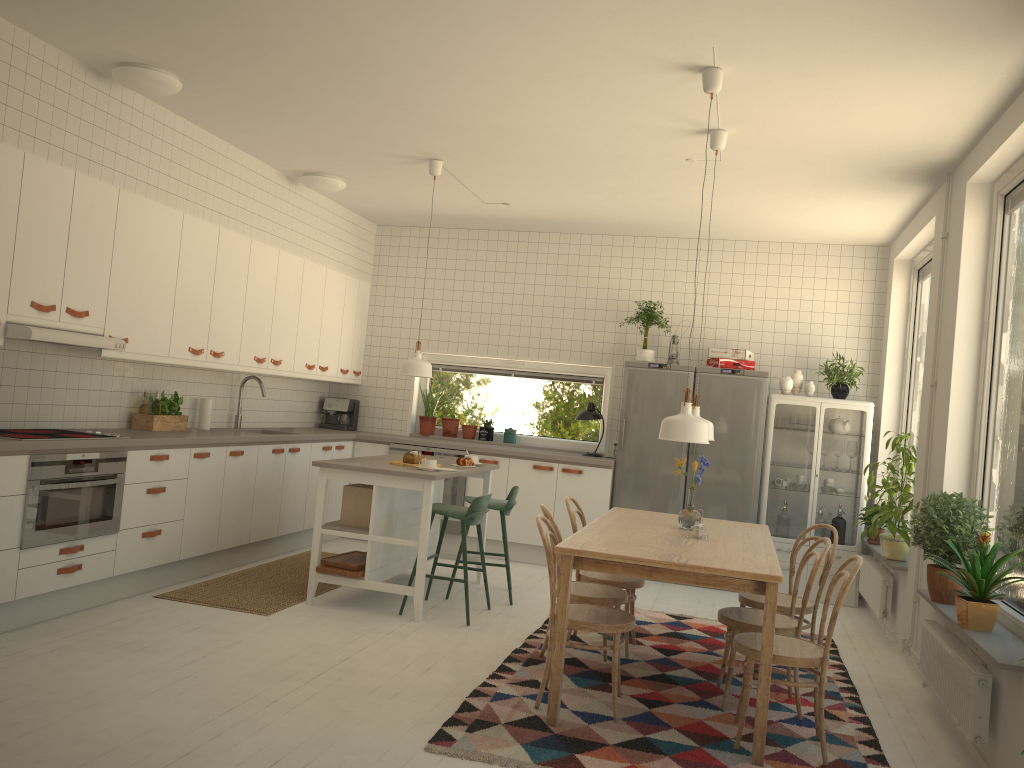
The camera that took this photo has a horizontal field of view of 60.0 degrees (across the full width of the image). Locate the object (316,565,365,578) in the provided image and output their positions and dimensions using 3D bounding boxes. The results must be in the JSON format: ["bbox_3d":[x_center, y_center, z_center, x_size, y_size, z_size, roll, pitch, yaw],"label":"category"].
[{"bbox_3d":[-0.987,1.132,5.483,0.281,0.030,0.430,5,-1,14],"label":"object"}]

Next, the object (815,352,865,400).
[{"bbox_3d":[2.627,-0.063,7.108,0.371,0.385,0.372,4,-2,33],"label":"object"}]

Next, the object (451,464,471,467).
[{"bbox_3d":[-0.331,0.557,6.060,0.122,0.005,0.120,4,-2,33],"label":"object"}]

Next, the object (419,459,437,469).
[{"bbox_3d":[-0.513,0.493,5.459,0.098,0.064,0.094,6,-2,-27],"label":"object"}]

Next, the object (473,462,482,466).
[{"bbox_3d":[-0.290,0.560,6.229,0.160,0.020,0.160,5,-1,11],"label":"object"}]

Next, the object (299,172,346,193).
[{"bbox_3d":[-1.441,-1.520,6.753,0.351,0.101,0.351,6,-2,-33],"label":"object"}]

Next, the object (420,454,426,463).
[{"bbox_3d":[-0.599,0.482,5.738,0.083,0.057,0.072,5,-2,21],"label":"object"}]

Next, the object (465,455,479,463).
[{"bbox_3d":[-0.287,0.534,6.233,0.094,0.060,0.098,5,-1,12],"label":"object"}]

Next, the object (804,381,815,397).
[{"bbox_3d":[2.366,0.039,7.047,0.082,0.126,0.082,6,-2,-13],"label":"object"}]

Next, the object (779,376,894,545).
[{"bbox_3d":[2.459,0.566,6.783,0.943,1.208,0.261,4,-2,30],"label":"object"}]

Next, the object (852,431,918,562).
[{"bbox_3d":[2.502,0.731,5.808,0.485,0.841,0.615,5,-2,-6],"label":"object"}]

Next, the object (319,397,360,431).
[{"bbox_3d":[-1.635,0.277,8.271,0.316,0.292,0.279,5,-2,15],"label":"object"}]

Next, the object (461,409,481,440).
[{"bbox_3d":[-0.377,0.379,8.194,0.194,0.277,0.177,6,-2,-19],"label":"object"}]

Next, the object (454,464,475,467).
[{"bbox_3d":[-0.332,0.559,6.056,0.167,0.005,0.167,5,-1,10],"label":"object"}]

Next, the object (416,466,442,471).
[{"bbox_3d":[-0.514,0.522,5.459,0.160,0.020,0.160,6,-1,-20],"label":"object"}]

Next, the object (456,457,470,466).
[{"bbox_3d":[-0.344,0.528,6.051,0.070,0.060,0.131,6,-2,-37],"label":"object"}]

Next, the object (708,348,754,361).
[{"bbox_3d":[1.811,-0.237,7.327,0.312,0.082,0.307,5,-1,27],"label":"object"}]

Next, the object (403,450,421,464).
[{"bbox_3d":[-0.639,0.463,5.666,0.086,0.087,0.090,5,-2,22],"label":"object"}]

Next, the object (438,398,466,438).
[{"bbox_3d":[-0.562,0.313,8.268,0.258,0.370,0.234,5,-2,26],"label":"object"}]

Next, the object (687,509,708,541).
[{"bbox_3d":[0.903,0.674,4.287,0.095,0.138,0.154,5,-2,15],"label":"object"}]

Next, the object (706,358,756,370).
[{"bbox_3d":[1.804,-0.155,7.321,0.309,0.082,0.312,5,-1,-6],"label":"object"}]

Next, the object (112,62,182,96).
[{"bbox_3d":[-1.953,-1.613,4.746,0.351,0.101,0.351,6,-2,-33],"label":"object"}]

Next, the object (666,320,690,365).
[{"bbox_3d":[1.370,-0.345,7.358,0.163,0.383,0.154,4,-2,37],"label":"object"}]

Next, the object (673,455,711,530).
[{"bbox_3d":[0.934,0.558,4.589,0.144,0.389,0.206,6,-2,-23],"label":"object"}]

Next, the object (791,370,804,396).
[{"bbox_3d":[2.290,-0.006,7.134,0.102,0.206,0.102,5,-2,-2],"label":"object"}]

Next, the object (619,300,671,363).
[{"bbox_3d":[1.136,-0.447,7.418,0.474,0.545,0.467,4,-2,28],"label":"object"}]

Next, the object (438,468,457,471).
[{"bbox_3d":[-0.428,0.540,5.605,0.167,0.005,0.167,5,-1,10],"label":"object"}]

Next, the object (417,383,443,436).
[{"bbox_3d":[-0.761,0.234,8.308,0.300,0.499,0.333,5,-2,-2],"label":"object"}]

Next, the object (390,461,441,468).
[{"bbox_3d":[-0.623,0.518,5.729,0.237,0.019,0.306,5,-2,31],"label":"object"}]

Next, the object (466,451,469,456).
[{"bbox_3d":[-0.300,0.516,6.251,0.028,0.086,0.102,6,-2,-35],"label":"object"}]

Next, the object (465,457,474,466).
[{"bbox_3d":[-0.294,0.534,6.072,0.060,0.059,0.074,6,-2,-16],"label":"object"}]

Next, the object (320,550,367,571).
[{"bbox_3d":[-0.982,1.104,5.561,0.281,0.030,0.430,5,-1,23],"label":"object"}]
